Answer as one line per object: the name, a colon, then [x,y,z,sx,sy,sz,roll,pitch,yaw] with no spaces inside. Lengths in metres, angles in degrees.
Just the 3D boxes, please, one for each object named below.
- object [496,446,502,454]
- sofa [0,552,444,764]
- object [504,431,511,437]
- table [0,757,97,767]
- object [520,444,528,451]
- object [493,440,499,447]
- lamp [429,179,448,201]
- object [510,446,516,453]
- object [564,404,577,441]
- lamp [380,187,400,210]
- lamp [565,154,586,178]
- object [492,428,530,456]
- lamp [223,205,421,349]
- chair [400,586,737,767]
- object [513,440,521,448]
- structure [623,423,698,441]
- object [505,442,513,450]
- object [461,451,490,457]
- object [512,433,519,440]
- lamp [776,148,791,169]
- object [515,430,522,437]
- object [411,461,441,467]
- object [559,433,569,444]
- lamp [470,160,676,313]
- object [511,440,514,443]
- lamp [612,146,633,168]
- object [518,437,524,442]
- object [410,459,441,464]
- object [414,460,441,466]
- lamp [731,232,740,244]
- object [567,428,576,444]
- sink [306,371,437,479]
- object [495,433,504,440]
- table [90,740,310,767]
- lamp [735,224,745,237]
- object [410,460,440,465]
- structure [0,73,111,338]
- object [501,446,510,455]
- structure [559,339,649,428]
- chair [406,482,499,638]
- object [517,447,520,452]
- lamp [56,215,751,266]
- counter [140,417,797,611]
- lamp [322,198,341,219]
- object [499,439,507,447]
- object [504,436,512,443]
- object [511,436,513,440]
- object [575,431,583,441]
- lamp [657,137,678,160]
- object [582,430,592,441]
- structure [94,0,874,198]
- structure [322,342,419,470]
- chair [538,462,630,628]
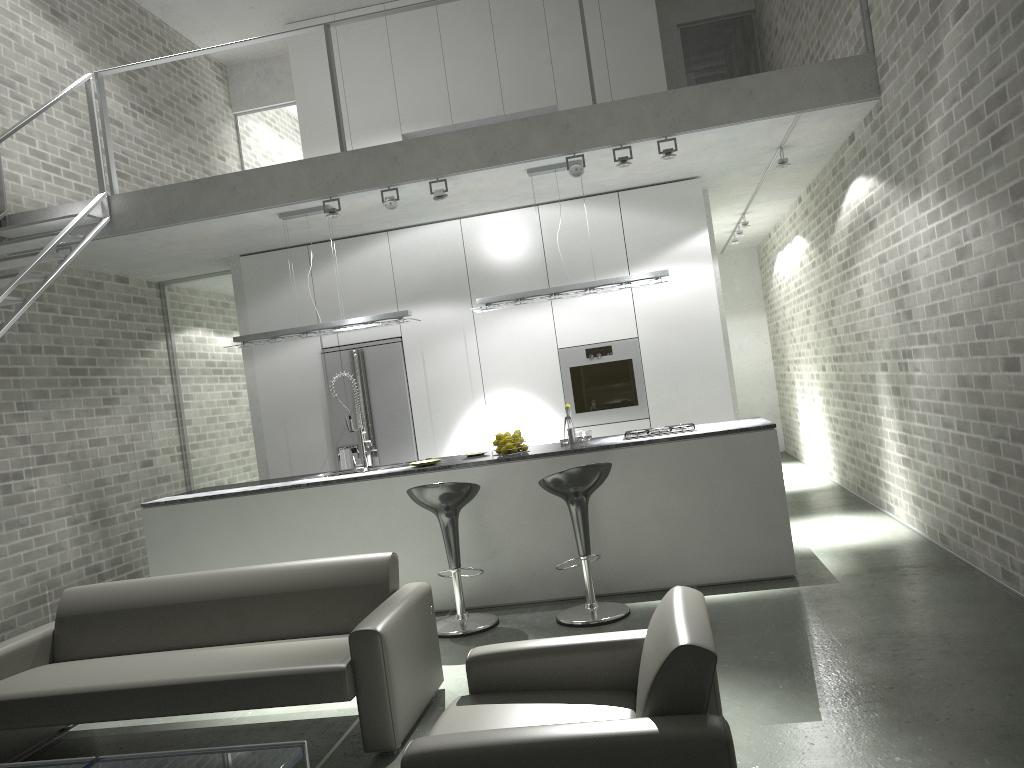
object: [-0.087,0.461,6.206,0.060,0.057,0.052,-8,0,1]
sofa: [-1.469,1.298,4.136,2.114,0.717,0.902,-8,0,9]
object: [-0.031,0.358,6.209,0.051,0.053,0.063,-8,0,1]
table: [-2.001,1.588,3.008,0.820,0.270,0.800,-8,0,9]
object: [0.083,0.444,6.192,0.053,0.052,0.062,-8,-1,39]
object: [-0.105,0.416,6.222,0.053,0.051,0.063,-8,-1,-32]
lamp: [-0.521,-1.385,6.364,0.115,0.151,0.115,-7,-1,-38]
object: [0.012,0.454,6.143,0.051,0.053,0.063,-8,0,7]
object: [0.426,0.283,6.395,0.101,0.288,0.088,-8,-1,39]
lamp: [-0.879,-1.335,6.401,0.115,0.151,0.115,-7,-1,-38]
lamp: [0.446,-1.519,6.179,0.131,0.154,0.098,-8,0,9]
object: [-0.015,0.400,6.209,0.189,0.174,0.207,-8,-1,-36]
lamp: [-1.515,-0.853,6.791,1.490,0.964,0.290,-8,0,9]
chair: [0.180,1.058,2.643,0.910,0.717,0.963,-8,0,9]
object: [0.032,0.415,6.158,0.061,0.055,0.051,-8,-1,-22]
structure: [1.022,0.325,6.146,0.500,0.038,0.500,-8,0,9]
object: [-0.021,0.430,6.114,0.061,0.054,0.052,-8,-1,-24]
object: [-0.268,0.517,6.513,0.216,0.017,0.217,-8,-1,35]
object: [0.025,0.365,6.164,0.051,0.053,0.063,-8,0,12]
lamp: [2.101,-1.753,6.893,0.109,0.132,0.109,-7,-1,-39]
object: [0.042,0.350,6.228,0.050,0.060,0.059,-8,0,-1]
object: [-0.596,0.559,6.155,0.216,0.017,0.217,-8,-1,42]
object: [0.382,0.399,6.483,0.064,0.070,0.063,-7,-1,-43]
lamp: [0.378,-1.117,6.483,1.490,0.964,0.290,-8,0,9]
object: [0.007,0.415,6.177,0.051,0.053,0.062,-8,0,7]
lamp: [0.769,-1.573,6.143,0.109,0.135,0.109,-8,-1,-33]
object: [0.058,0.397,6.210,0.061,0.054,0.053,-7,-1,-45]
object: [-0.598,0.545,6.155,0.216,0.017,0.217,-8,-1,42]
object: [-0.597,0.554,6.155,0.216,0.017,0.217,-8,-1,42]
lamp: [2.764,-1.808,11.007,0.109,0.135,0.109,-7,-1,-39]
object: [0.430,0.374,6.383,0.060,0.106,0.060,-8,0,3]
sink: [-1.077,0.407,6.603,0.987,1.023,0.546,-8,0,9]
object: [-0.087,0.369,6.189,0.053,0.051,0.063,-7,-1,-43]
table: [-1.181,1.474,2.874,0.820,0.270,0.800,-8,0,9]
lamp: [2.666,-1.801,10.399,0.109,0.132,0.109,-7,-1,-39]
object: [-0.597,0.549,6.155,0.216,0.017,0.217,-8,-1,42]
structure: [-3.692,-0.170,4.651,0.902,4.246,4.345,-8,0,9]
object: [-0.042,0.460,6.164,0.064,0.063,0.074,-8,-1,20]
structure: [0.787,-0.002,7.641,0.692,0.680,0.036,-8,0,9]
chair: [-0.364,1.049,5.497,0.457,0.931,0.464,-8,-1,23]
object: [0.032,0.454,6.221,0.050,0.055,0.061,-8,-1,45]
lamp: [-0.439,-1.388,8.303,6.854,0.136,0.110,-8,-1,-26]
counter: [-0.349,1.020,6.381,4.400,0.960,0.900,-8,0,9]
lamp: [-1.315,-1.282,6.480,0.109,0.136,0.109,-7,-1,-39]
object: [-0.063,0.411,6.177,0.062,0.053,0.052,-8,-1,-29]
object: [-0.027,0.384,6.141,0.061,0.052,0.053,-8,0,12]
object: [0.008,0.385,6.233,0.055,0.051,0.061,-8,0,-6]
object: [0.498,0.384,6.539,0.064,0.070,0.063,-7,-1,-43]
lamp: [1.070,-1.615,6.094,0.109,0.135,0.109,-8,-1,-33]
object: [0.548,0.376,6.460,0.064,0.070,0.063,-8,-1,17]
structure: [-0.388,-2.271,6.326,5.560,0.972,0.070,-8,0,9]
structure: [-1.220,0.618,7.999,0.743,1.900,0.160,-8,0,9]
chair: [0.432,0.938,5.333,0.457,0.931,0.464,-8,0,-10]
